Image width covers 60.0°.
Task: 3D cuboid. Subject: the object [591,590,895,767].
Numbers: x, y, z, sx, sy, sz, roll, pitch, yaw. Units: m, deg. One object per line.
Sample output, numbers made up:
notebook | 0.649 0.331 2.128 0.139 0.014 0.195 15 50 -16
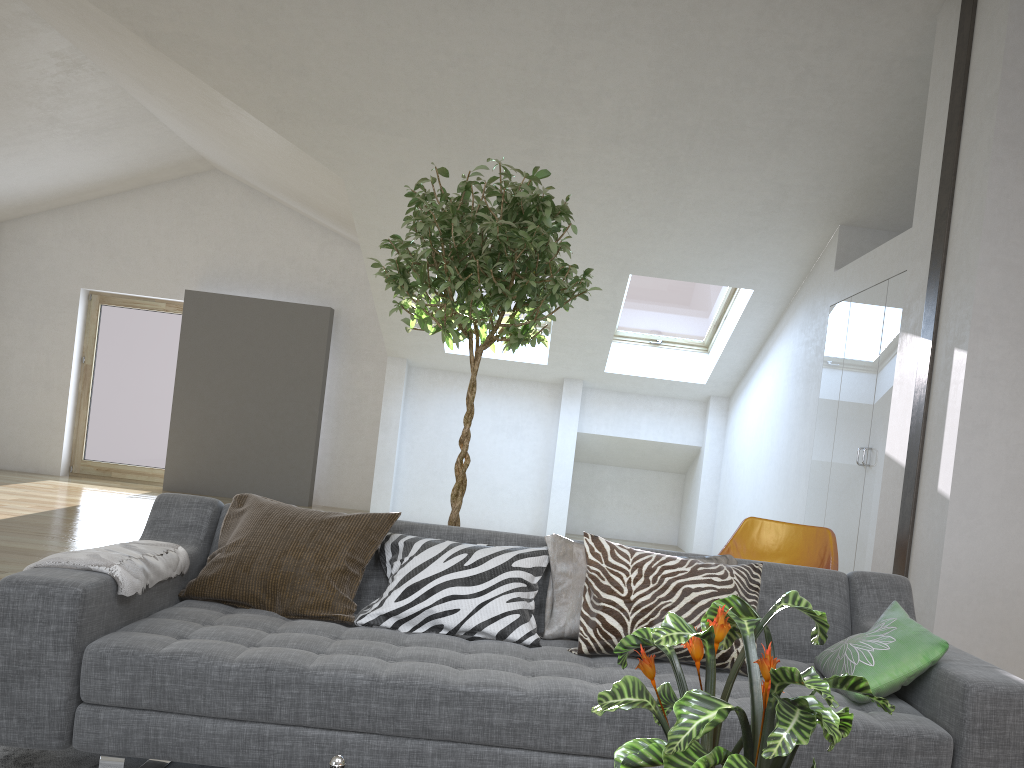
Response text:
object | 0.308 0.564 1.307 0.393 0.525 0.418 7 -1 -26

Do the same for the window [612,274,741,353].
window | 1.521 -0.722 8.427 1.523 0.729 1.841 7 -3 0

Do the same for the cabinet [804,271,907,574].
cabinet | 2.196 0.490 5.663 0.124 2.242 1.738 7 -1 2

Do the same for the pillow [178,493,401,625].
pillow | -0.691 0.533 2.737 0.592 0.338 0.302 6 -1 8

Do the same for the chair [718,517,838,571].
chair | 1.383 1.103 4.770 0.653 0.722 0.720 6 -2 30

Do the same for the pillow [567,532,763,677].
pillow | 0.469 0.644 2.619 0.575 0.341 0.272 7 -1 2

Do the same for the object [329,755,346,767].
object | -0.233 0.589 1.123 0.116 0.239 0.123 7 0 25

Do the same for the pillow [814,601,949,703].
pillow | 1.031 0.762 2.521 0.235 0.261 0.429 7 -3 3

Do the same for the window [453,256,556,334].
window | -0.108 -0.917 8.356 1.523 0.729 1.841 7 -3 0

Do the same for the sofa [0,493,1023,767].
sofa | 0.047 0.818 2.600 2.549 0.684 0.990 7 -2 -2

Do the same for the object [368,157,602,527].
object | -0.183 0.164 3.316 0.835 2.019 0.778 7 0 -22

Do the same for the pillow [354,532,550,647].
pillow | -0.167 0.625 2.717 0.580 0.283 0.346 7 -2 -1

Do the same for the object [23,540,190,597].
object | -1.131 0.642 2.432 0.369 0.419 0.467 7 -2 3

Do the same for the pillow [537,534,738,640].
pillow | 0.401 0.672 2.785 0.664 0.318 0.254 7 -1 -1
